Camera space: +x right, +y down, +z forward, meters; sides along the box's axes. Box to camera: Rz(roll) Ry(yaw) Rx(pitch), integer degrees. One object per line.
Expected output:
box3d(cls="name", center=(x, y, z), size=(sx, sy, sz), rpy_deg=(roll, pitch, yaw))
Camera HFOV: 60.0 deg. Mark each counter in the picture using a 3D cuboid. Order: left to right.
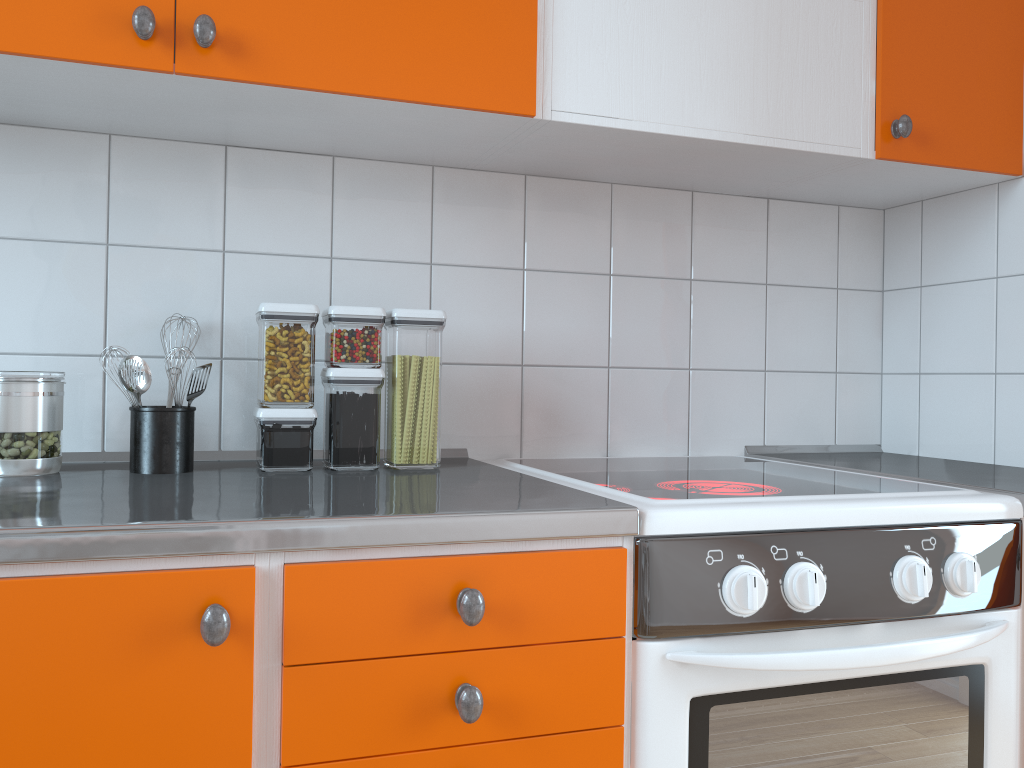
box3d(cls="counter", center=(-0.506, 0.179, 1.185), size=(3.088, 0.132, 0.684), rpy_deg=(1, 0, -19))

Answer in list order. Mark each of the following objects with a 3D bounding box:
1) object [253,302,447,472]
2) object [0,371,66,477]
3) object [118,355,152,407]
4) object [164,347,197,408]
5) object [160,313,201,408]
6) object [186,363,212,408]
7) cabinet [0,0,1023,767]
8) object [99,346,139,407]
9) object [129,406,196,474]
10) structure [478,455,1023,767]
box3d(cls="object", center=(-0.263, 0.007, 1.444), size=(0.299, 0.261, 0.095), rpy_deg=(1, 0, -19))
box3d(cls="object", center=(-0.719, 0.056, 1.297), size=(0.118, 0.150, 0.116), rpy_deg=(1, 0, 14))
box3d(cls="object", center=(-0.557, 0.046, 1.321), size=(0.052, 0.176, 0.088), rpy_deg=(1, 0, -11))
box3d(cls="object", center=(-0.495, 0.010, 1.315), size=(0.044, 0.131, 0.077), rpy_deg=(1, 0, -28))
box3d(cls="object", center=(-0.533, 0.008, 1.414), size=(0.063, 0.251, 0.186), rpy_deg=(1, 0, -19))
box3d(cls="object", center=(-0.491, 0.050, 1.349), size=(0.034, 0.164, 0.119), rpy_deg=(1, 0, -39))
box3d(cls="cabinet", center=(-0.493, -0.176, 1.170), size=(3.089, 2.349, 0.708), rpy_deg=(1, 0, -19))
box3d(cls="object", center=(-0.573, 0.038, 1.345), size=(0.045, 0.190, 0.106), rpy_deg=(1, 0, 32))
box3d(cls="object", center=(-0.533, 0.087, 1.352), size=(0.095, 0.105, 0.097), rpy_deg=(1, 0, -39))
box3d(cls="structure", center=(0.324, 0.579, 1.444), size=(0.615, 0.864, 0.736), rpy_deg=(1, 0, -20))
